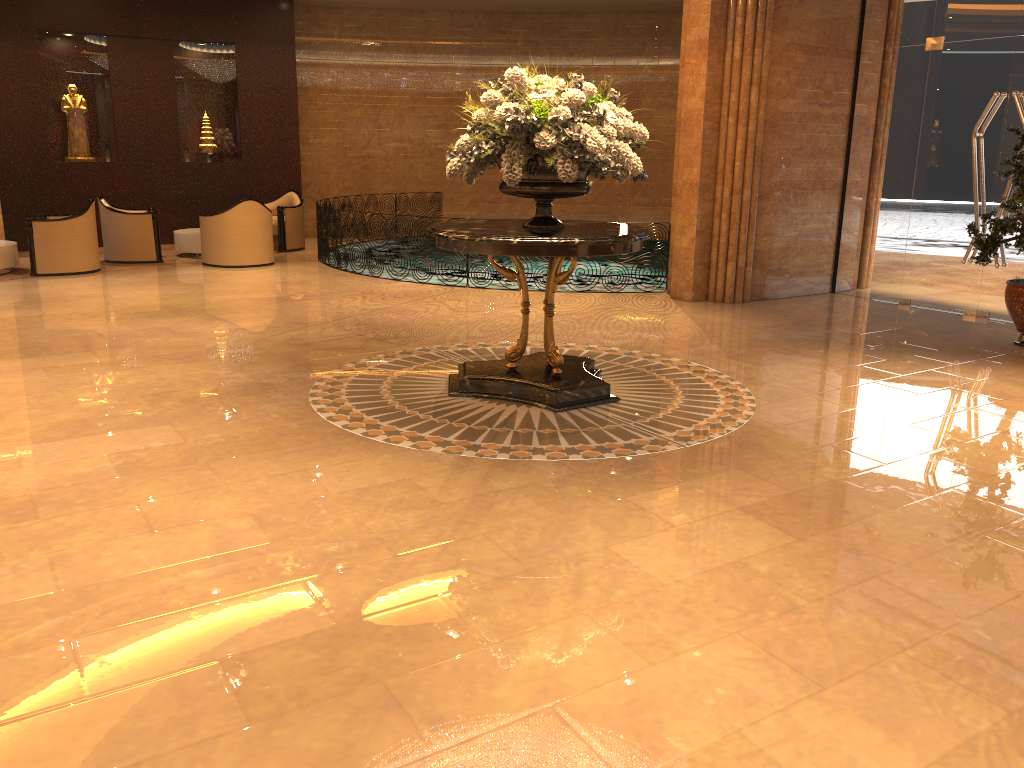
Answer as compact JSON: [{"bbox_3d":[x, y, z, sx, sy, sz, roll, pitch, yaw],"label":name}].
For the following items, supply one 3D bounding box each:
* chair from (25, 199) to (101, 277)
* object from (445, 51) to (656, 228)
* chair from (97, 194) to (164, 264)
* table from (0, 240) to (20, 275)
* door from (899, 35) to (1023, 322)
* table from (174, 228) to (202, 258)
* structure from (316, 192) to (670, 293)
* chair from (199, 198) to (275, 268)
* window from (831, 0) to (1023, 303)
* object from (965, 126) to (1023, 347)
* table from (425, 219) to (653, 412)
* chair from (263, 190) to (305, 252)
[{"bbox_3d":[-5.672,-1.888,11.256,0.769,0.916,0.951,-4,16,-18],"label":"chair"},{"bbox_3d":[0.218,-1.515,5.708,1.277,0.999,1.318,0,15,-3],"label":"object"},{"bbox_3d":[-5.356,-2.196,12.446,0.769,0.916,0.951,-5,16,-23],"label":"chair"},{"bbox_3d":[-6.818,-1.558,11.038,1.196,0.354,1.196,-1,15,-7],"label":"table"},{"bbox_3d":[4.788,-2.032,8.752,0.195,2.758,1.880,-9,18,-32],"label":"door"},{"bbox_3d":[-4.426,-2.119,13.306,1.196,0.354,1.196,-1,15,-6],"label":"table"},{"bbox_3d":[-1.010,-2.216,13.339,3.815,0.995,7.624,-3,15,-15],"label":"structure"},{"bbox_3d":[-3.713,-2.092,12.140,0.951,0.916,0.769,-11,19,-37],"label":"chair"},{"bbox_3d":[4.793,-2.397,8.657,0.047,3.571,3.515,-9,18,-32],"label":"window"},{"bbox_3d":[4.438,-1.498,7.487,0.843,2.363,1.250,12,18,36],"label":"object"},{"bbox_3d":[0.170,-0.510,5.987,1.493,1.089,1.493,-11,19,-39],"label":"table"},{"bbox_3d":[-3.736,-2.624,14.165,0.951,0.916,0.769,10,17,30],"label":"chair"}]
